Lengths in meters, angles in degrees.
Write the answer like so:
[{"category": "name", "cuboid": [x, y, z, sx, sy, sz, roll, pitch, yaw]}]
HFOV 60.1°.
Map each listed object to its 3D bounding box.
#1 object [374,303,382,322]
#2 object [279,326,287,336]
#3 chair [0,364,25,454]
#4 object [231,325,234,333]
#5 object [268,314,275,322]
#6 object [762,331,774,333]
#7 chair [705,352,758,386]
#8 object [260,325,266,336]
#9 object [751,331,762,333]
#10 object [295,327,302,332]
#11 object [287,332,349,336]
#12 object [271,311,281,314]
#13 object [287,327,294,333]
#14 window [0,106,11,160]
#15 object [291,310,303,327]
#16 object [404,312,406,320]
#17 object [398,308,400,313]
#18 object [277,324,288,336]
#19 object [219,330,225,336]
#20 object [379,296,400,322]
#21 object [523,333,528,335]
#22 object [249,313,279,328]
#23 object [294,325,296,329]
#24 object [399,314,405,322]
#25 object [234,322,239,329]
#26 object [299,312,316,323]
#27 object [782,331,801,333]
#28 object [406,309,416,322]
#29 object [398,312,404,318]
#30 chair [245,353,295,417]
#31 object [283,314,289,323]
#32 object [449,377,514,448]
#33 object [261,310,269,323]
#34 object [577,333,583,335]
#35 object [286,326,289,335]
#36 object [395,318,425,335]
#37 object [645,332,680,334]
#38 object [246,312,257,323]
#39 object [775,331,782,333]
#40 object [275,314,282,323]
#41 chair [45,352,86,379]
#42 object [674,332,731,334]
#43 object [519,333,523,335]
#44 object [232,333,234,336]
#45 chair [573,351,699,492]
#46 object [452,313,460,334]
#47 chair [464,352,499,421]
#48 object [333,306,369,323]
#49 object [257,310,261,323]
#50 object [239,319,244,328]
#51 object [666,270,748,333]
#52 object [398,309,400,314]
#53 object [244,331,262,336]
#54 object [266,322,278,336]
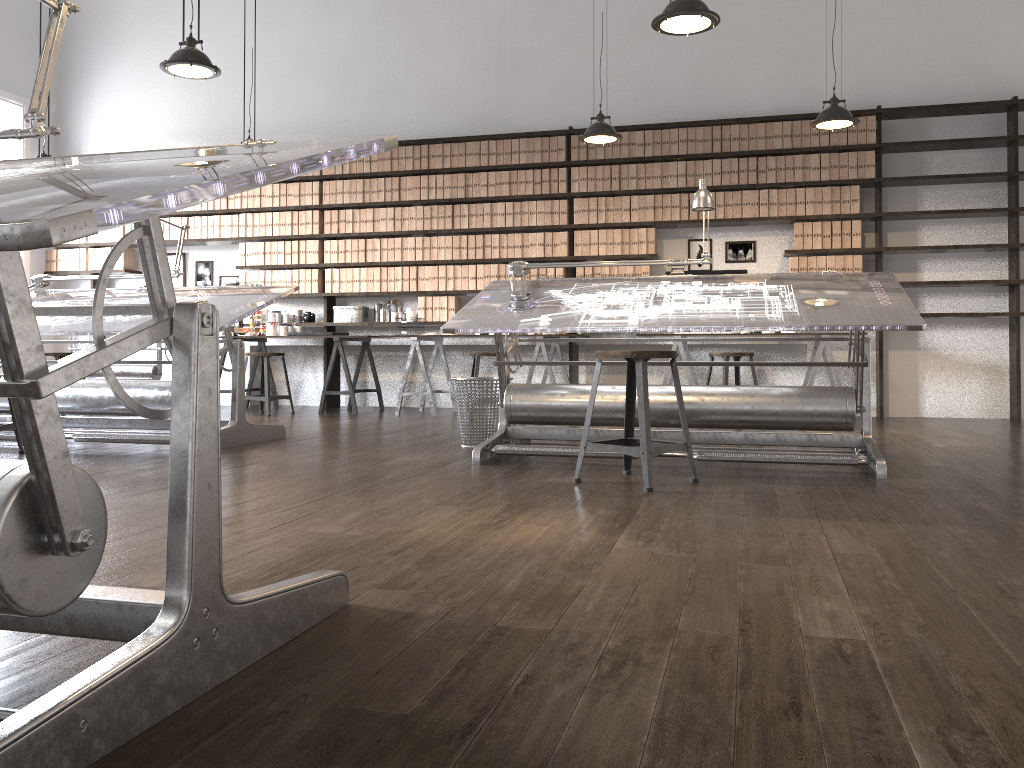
[{"category": "object", "cuboid": [-1.250, -0.655, 8.264, 0.079, 0.188, 0.079, 0, -1, -6]}, {"category": "object", "cuboid": [-2.099, -0.480, 8.122, 0.062, 0.094, 0.062, 0, 0, -35]}, {"category": "chair", "cuboid": [-2.634, 0.105, 4.320, 0.358, 0.528, 0.371, 0, 0, -7]}, {"category": "object", "cuboid": [-2.594, -0.548, 8.162, 0.069, 0.230, 0.068, 0, -1, 12]}, {"category": "object", "cuboid": [-2.276, -0.619, 8.384, 0.062, 0.094, 0.062, 0, 0, 1]}, {"category": "object", "cuboid": [2.004, -0.457, 6.925, 0.094, 0.145, 0.094, 0, 0, 41]}, {"category": "chair", "cuboid": [1.580, 0.037, 6.377, 0.358, 0.528, 0.371, 0, 0, -17]}, {"category": "object", "cuboid": [-2.283, -0.485, 8.117, 0.049, 0.112, 0.049, 0, -1, 12]}, {"category": "object", "cuboid": [1.959, -0.460, 7.099, 0.096, 0.142, 0.092, 0, 0, -6]}, {"category": "object", "cuboid": [-1.977, -0.482, 8.185, 0.062, 0.094, 0.062, 0, 0, -26]}, {"category": "object", "cuboid": [-1.693, -0.433, 7.752, 0.445, 0.033, 0.312, 1, 2, 15]}, {"category": "object", "cuboid": [-2.260, -0.635, 8.495, 0.094, 0.128, 0.095, 0, 0, -45]}, {"category": "object", "cuboid": [-2.034, -0.481, 8.150, 0.062, 0.093, 0.063, 0, 0, -26]}, {"category": "window", "cuboid": [-5.147, -1.557, 8.174, 0.153, 2.311, 1.244, 0, 0, 15]}, {"category": "object", "cuboid": [-2.029, -0.620, 8.374, 0.107, 0.162, 0.236, 0, 1, -19]}, {"category": "object", "cuboid": [-0.967, -0.609, 8.102, 0.045, 0.101, 0.044, 0, -1, 18]}, {"category": "object", "cuboid": [-1.019, -0.632, 8.064, 0.041, 0.125, 0.008, 0, -1, 4]}, {"category": "object", "cuboid": [-2.134, -0.496, 8.229, 0.095, 0.128, 0.094, 0, 0, 19]}, {"category": "object", "cuboid": [-2.664, -0.486, 8.166, 0.068, 0.104, 0.068, 0, 0, 20]}, {"category": "object", "cuboid": [-1.133, -0.700, 8.153, 0.181, 0.272, 0.156, 0, 0, -1]}, {"category": "object", "cuboid": [0.123, -0.461, 7.571, 0.063, 0.093, 0.062, 0, 0, -34]}, {"category": "object", "cuboid": [-2.317, -0.594, 8.303, 0.077, 0.146, 0.345, 0, 1, 38]}, {"category": "object", "cuboid": [-2.031, -0.496, 8.243, 0.035, 0.103, 0.004, 0, -1, 8]}, {"category": "object", "cuboid": [-0.976, -0.606, 8.109, 0.062, 0.093, 0.181, 0, 1, 29]}, {"category": "object", "cuboid": [-2.575, -0.554, 8.231, 0.069, 0.237, 0.068, 0, -1, 12]}, {"category": "object", "cuboid": [-1.932, -0.625, 8.317, 0.171, 0.109, 0.091, 0, 0, 15]}, {"category": "object", "cuboid": [2.160, -0.474, 6.853, 0.144, 0.196, 0.145, 0, 0, -13]}, {"category": "object", "cuboid": [-0.917, -0.620, 8.053, 0.095, 0.128, 0.094, 0, 0, 22]}, {"category": "object", "cuboid": [-1.013, -0.610, 8.136, 0.062, 0.093, 0.063, 0, 0, -23]}, {"category": "chair", "cuboid": [-2.064, 0.001, 7.401, 0.371, 0.528, 0.358, 0, 0, 23]}, {"category": "object", "cuboid": [-2.139, -0.619, 8.385, 0.062, 0.094, 0.062, 0, 0, 1]}, {"category": "object", "cuboid": [-0.168, 0.154, 4.876, 0.353, 0.378, 0.353, 0, 0, 37]}, {"category": "object", "cuboid": [-2.364, -0.645, 8.483, 0.070, 0.130, 0.070, 0, -1, -37]}, {"category": "object", "cuboid": [0.556, -0.422, 7.286, 0.049, 0.037, 0.049, 0, 1, 19]}, {"category": "object", "cuboid": [-2.082, -0.482, 8.182, 0.045, 0.101, 0.044, 0, -1, 15]}, {"category": "object", "cuboid": [-0.891, -0.497, 7.757, 0.203, 0.161, 0.284, 0, 1, 15]}, {"category": "object", "cuboid": [1.236, -0.480, 7.280, 0.284, 0.161, 0.204, 0, 1, 7]}, {"category": "object", "cuboid": [-2.483, -0.661, 8.438, 0.106, 0.177, 0.107, 0, 0, 17]}, {"category": "object", "cuboid": [2.098, -0.458, 6.940, 0.068, 0.155, 0.068, 0, -1, -9]}, {"category": "object", "cuboid": [-2.206, -0.618, 8.380, 0.062, 0.093, 0.063, 0, 0, 1]}, {"category": "chair", "cuboid": [-3.746, 0.003, 7.345, 0.371, 0.528, 0.358, 0, 0, 23]}, {"category": "object", "cuboid": [1.485, -0.393, 6.887, 0.439, 0.017, 0.118, 0, 2, 10]}, {"category": "object", "cuboid": [0.090, -0.463, 7.629, 0.062, 0.094, 0.062, 0, 0, -34]}, {"category": "object", "cuboid": [-2.551, -0.451, 8.121, 0.049, 0.037, 0.049, 0, 1, 12]}, {"category": "chair", "cuboid": [0.490, 0.133, 3.489, 0.371, 0.528, 0.358, 0, 0, 43]}, {"category": "object", "cuboid": [-0.501, -0.521, 7.781, 0.101, 0.209, 0.101, 0, -1, -30]}, {"category": "chair", "cuboid": [-0.176, 0.021, 6.822, 0.371, 0.528, 0.358, 0, 0, -12]}, {"category": "object", "cuboid": [-1.499, -0.643, 8.240, 0.317, 0.152, 0.193, 0, 1, 14]}, {"category": "object", "cuboid": [-2.432, -0.646, 8.499, 0.050, 0.140, 0.051, 0, -1, 13]}, {"category": "object", "cuboid": [-2.553, -0.553, 8.313, 0.069, 0.230, 0.068, 0, -1, 12]}, {"category": "object", "cuboid": [1.566, -0.652, 7.132, 0.643, 0.518, 0.204, 0, -1, 15]}, {"category": "object", "cuboid": [-1.024, -0.624, 8.061, 0.028, 0.127, 0.004, 0, -1, 13]}, {"category": "object", "cuboid": [-2.339, -0.449, 7.977, 0.197, 0.050, 0.132, 2, 2, 44]}, {"category": "object", "cuboid": [-2.208, -0.499, 8.138, 0.105, 0.142, 0.104, 0, 0, 7]}]
